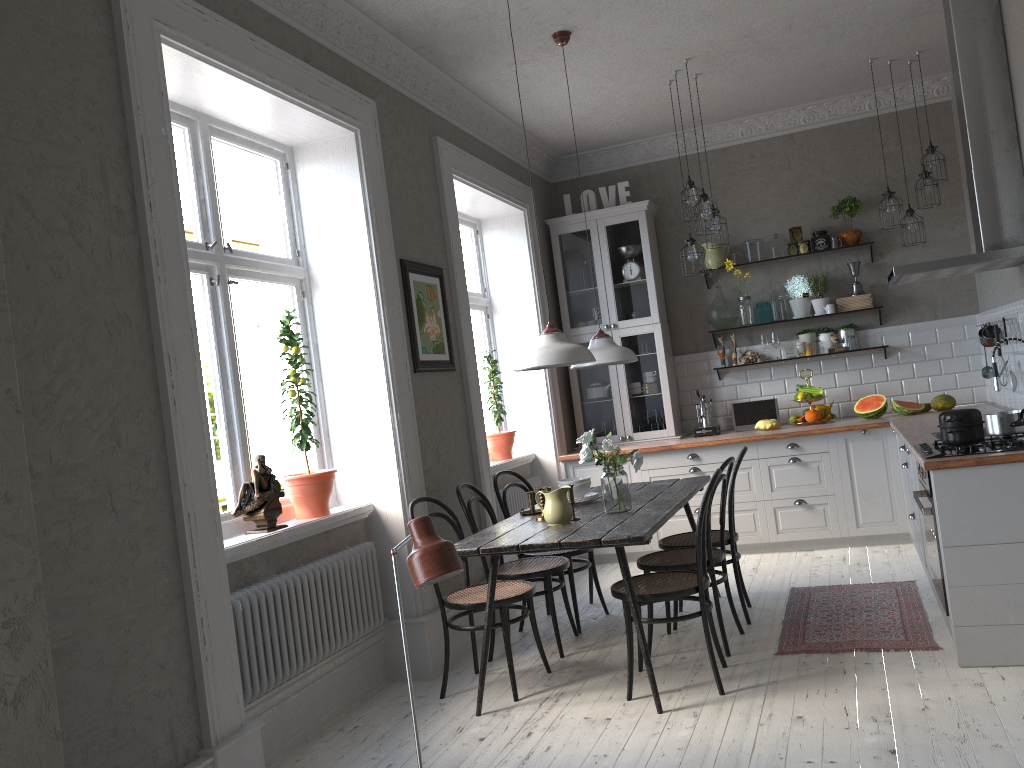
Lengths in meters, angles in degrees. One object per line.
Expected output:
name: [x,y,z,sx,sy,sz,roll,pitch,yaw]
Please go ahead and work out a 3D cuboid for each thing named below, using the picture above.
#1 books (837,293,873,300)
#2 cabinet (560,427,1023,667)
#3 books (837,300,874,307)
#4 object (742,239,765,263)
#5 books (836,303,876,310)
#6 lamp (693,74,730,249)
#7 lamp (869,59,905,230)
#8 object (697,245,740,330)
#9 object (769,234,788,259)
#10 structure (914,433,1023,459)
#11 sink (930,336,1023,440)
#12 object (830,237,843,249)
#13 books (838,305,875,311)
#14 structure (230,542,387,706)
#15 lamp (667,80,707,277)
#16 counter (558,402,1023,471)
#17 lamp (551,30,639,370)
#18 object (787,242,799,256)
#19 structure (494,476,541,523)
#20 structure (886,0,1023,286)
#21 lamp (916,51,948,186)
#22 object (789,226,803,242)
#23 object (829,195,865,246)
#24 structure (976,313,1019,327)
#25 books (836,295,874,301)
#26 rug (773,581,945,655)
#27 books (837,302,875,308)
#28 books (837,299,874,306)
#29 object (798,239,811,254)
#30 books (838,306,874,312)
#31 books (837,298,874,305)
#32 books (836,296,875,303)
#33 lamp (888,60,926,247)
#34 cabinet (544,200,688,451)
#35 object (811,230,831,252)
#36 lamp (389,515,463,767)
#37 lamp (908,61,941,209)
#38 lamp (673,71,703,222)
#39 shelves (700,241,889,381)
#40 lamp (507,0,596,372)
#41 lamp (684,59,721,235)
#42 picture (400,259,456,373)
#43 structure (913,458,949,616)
books: [2.638,-0.668,6.815,0.257,0.011,0.160,-8,-1,25]
cabinet: [2.064,0.740,5.492,2.020,0.854,4.128,-7,-1,-24]
books: [2.645,-0.614,6.814,0.257,0.011,0.160,-8,-1,25]
object: [1.917,-1.044,7.016,0.175,0.184,0.169,-7,-1,-32]
books: [2.647,-0.593,6.813,0.256,0.016,0.161,-8,-1,32]
lamp: [1.245,-1.764,5.841,0.146,1.735,0.147,-7,-1,6]
lamp: [2.461,-1.916,5.987,0.150,1.735,0.143,-7,-1,-39]
object: [1.638,-0.770,7.062,0.337,0.674,0.335,-7,-1,-12]
object: [2.114,-1.087,7.050,0.142,0.220,0.138,-7,-1,-21]
structure: [2.072,0.261,3.934,0.490,0.031,0.613,-8,-1,20]
sink: [2.419,0.134,4.505,0.521,0.720,0.492,-8,-1,19]
object: [2.479,-1.078,6.765,0.092,0.096,0.075,-8,-1,20]
books: [2.649,-0.582,6.813,0.257,0.011,0.160,-8,-1,25]
structure: [-0.894,1.004,3.833,0.147,0.428,1.238,-8,-1,18]
lamp: [1.105,-1.584,5.896,0.148,1.735,0.145,-7,-1,-14]
counter: [1.540,0.394,5.499,3.121,0.039,3.434,-8,-1,19]
lamp: [0.392,-1.021,4.901,0.373,1.858,0.386,-8,-1,27]
object: [2.197,-1.047,6.915,0.082,0.113,0.084,-8,-1,19]
structure: [-0.004,0.935,6.241,0.147,0.428,1.238,-8,-1,18]
structure: [2.366,-1.412,4.903,0.703,1.595,0.721,-8,-1,19]
lamp: [2.736,-2.213,5.962,0.148,1.735,0.146,-7,-1,-9]
object: [2.210,-1.162,6.894,0.083,0.113,0.083,-7,-1,-1]
object: [2.591,-1.244,6.778,0.255,0.397,0.246,-8,-1,44]
structure: [3.067,-0.390,5.621,0.093,0.053,1.100,-8,-1,20]
books: [2.639,-0.657,6.814,0.256,0.016,0.160,-8,-1,28]
rug: [1.769,1.186,4.580,0.726,0.014,1.306,-8,-1,20]
books: [2.646,-0.603,6.814,0.256,0.016,0.160,-8,-1,28]
books: [2.643,-0.625,6.814,0.257,0.011,0.160,-8,-1,22]
object: [2.277,-1.058,6.884,0.081,0.113,0.084,-8,-1,29]
books: [2.650,-0.571,6.813,0.257,0.011,0.160,-8,-1,22]
books: [2.642,-0.636,6.814,0.257,0.011,0.160,-8,-1,25]
books: [2.640,-0.646,6.814,0.256,0.016,0.161,-8,-1,32]
lamp: [2.643,-1.814,6.073,0.148,1.735,0.146,-7,-1,-9]
cabinet: [0.859,-0.443,7.257,0.868,1.921,0.393,-8,-1,19]
object: [2.405,-1.105,6.894,0.140,0.174,0.144,-8,-1,19]
lamp: [-0.159,0.671,1.697,0.141,0.839,0.246,-7,-1,-35]
lamp: [2.774,-2.085,6.135,0.149,1.735,0.144,-7,-1,-29]
lamp: [1.068,-1.925,5.729,0.146,1.735,0.147,-7,-1,6]
shelves: [2.208,-0.533,6.954,1.299,0.923,0.231,-8,-1,18]
lamp: [0.078,-0.997,4.051,0.387,1.858,0.372,-7,-1,-33]
lamp: [1.118,-1.804,5.547,0.149,1.735,0.144,-7,-1,-24]
picture: [-0.464,-0.373,4.993,0.019,0.619,0.528,-8,-1,20]
structure: [2.141,0.619,3.916,0.610,0.623,0.630,-8,-1,19]
